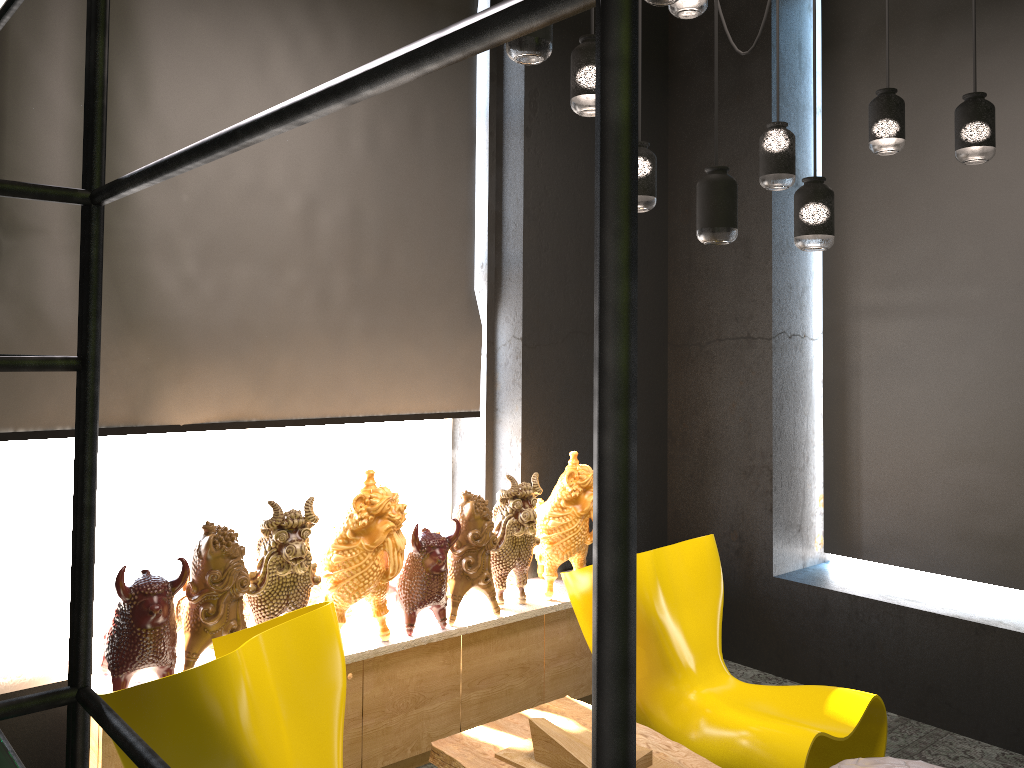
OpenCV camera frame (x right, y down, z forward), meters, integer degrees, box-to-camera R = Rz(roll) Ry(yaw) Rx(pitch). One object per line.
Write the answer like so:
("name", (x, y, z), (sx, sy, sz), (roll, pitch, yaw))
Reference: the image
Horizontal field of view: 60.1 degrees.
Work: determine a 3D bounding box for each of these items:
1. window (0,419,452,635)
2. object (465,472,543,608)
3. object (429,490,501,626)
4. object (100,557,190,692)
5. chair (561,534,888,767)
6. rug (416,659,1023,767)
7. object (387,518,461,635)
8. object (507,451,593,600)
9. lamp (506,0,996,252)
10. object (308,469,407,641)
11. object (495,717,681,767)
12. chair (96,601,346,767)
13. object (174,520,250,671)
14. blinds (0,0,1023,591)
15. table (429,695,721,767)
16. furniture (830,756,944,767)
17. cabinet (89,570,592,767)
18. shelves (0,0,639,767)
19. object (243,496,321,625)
("window", (-1.189, -0.658, 3.969), (2.306, 3.174, 0.051), (1, -2, -41))
("object", (-0.054, 0.669, 3.870), (0.430, 0.581, 0.271), (0, -2, 42))
("object", (-0.240, 0.698, 3.749), (0.249, 0.546, 0.475), (1, -1, -33))
("object", (-1.209, 0.759, 2.854), (0.219, 0.442, 0.462), (2, -1, -36))
("chair", (0.734, 1.066, 3.311), (1.069, 0.898, 0.657), (1, 0, 44))
("rug", (0.578, 1.522, 2.881), (3.594, 0.010, 2.189), (-1, 3, -41))
("object", (-0.396, 0.743, 3.551), (0.219, 0.442, 0.462), (2, -1, -36))
("object", (0.197, 0.628, 4.070), (0.307, 0.656, 0.469), (2, -1, -36))
("lamp", (1.380, -1.533, 1.993), (2.843, 2.277, 2.673), (1, 0, 3))
("object", (-0.615, 0.645, 3.373), (0.307, 0.656, 0.469), (2, -1, -36))
("object", (0.252, 1.149, 2.818), (0.520, 0.136, 0.350), (2, 2, 44))
("chair", (-0.484, 1.090, 2.276), (1.069, 0.899, 0.657), (1, -1, 19))
("object", (-1.053, 0.714, 3.051), (0.249, 0.546, 0.475), (1, -1, -33))
("blinds", (-2.679, -0.689, 1.693), (12.708, 3.317, 3.521), (0, 0, -20))
("table", (0.234, 1.370, 2.869), (0.694, 0.309, 0.829), (-1, 2, -41))
("furniture", (1.169, 1.355, 2.539), (0.610, 0.420, 0.614), (1, 1, 44))
("cabinet", (-0.310, 1.225, 3.669), (2.728, 0.531, 0.404), (-1, 0, -41))
("shelves", (-1.040, -0.395, 1.297), (0.274, 3.916, 2.991), (2, -2, -41))
("object", (-0.866, 0.685, 3.173), (0.430, 0.581, 0.271), (0, -2, 42))
